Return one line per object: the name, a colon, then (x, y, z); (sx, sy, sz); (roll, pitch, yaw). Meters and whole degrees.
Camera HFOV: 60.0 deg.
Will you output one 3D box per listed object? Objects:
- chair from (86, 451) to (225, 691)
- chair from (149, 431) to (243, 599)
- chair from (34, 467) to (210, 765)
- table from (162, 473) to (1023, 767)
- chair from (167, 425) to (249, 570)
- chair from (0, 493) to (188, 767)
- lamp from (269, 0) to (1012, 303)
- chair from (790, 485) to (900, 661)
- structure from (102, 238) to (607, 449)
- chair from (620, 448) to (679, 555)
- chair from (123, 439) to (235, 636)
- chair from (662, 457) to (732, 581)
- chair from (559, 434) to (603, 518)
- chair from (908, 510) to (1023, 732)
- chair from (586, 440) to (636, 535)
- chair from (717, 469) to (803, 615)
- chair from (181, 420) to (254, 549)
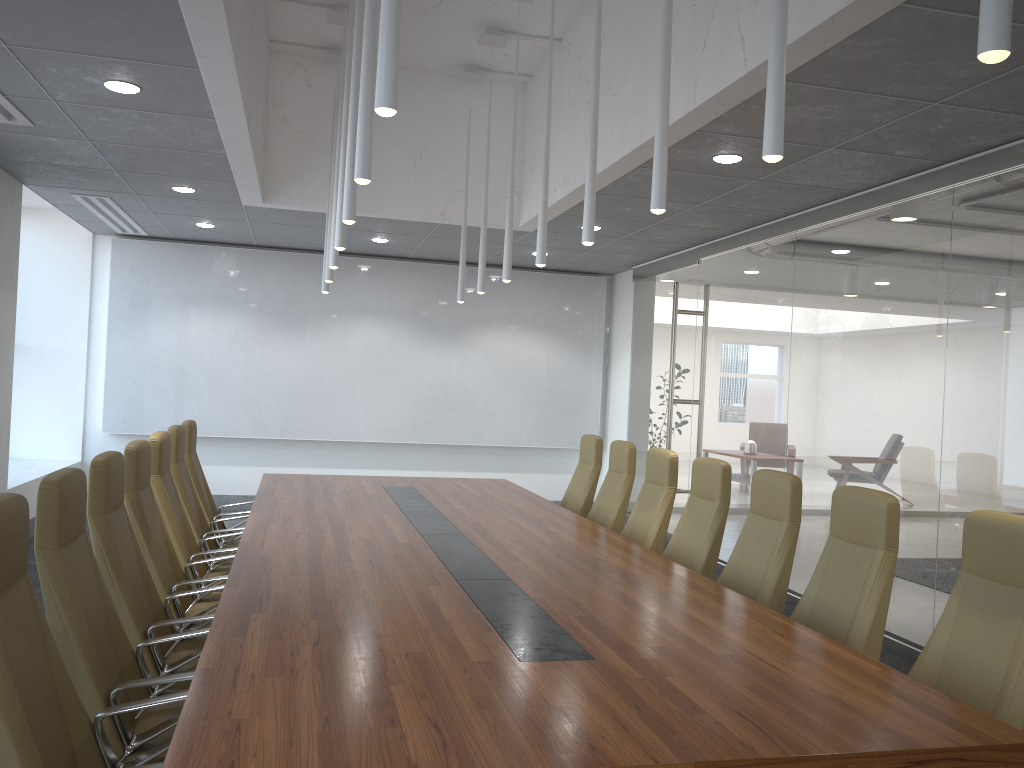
chair: (-1.500, 1.042, 4.251); (0.955, 1.406, 0.711); (3, 0, -14)
chair: (-1.881, 1.030, 5.823); (0.955, 1.406, 0.711); (3, 0, -14)
chair: (-1.309, 1.048, 3.465); (0.955, 1.406, 0.711); (3, 0, -14)
table: (-0.441, 1.353, 5.327); (2.300, 0.895, 6.500); (3, 0, -14)
chair: (-2.064, 1.024, 6.578); (0.955, 1.406, 0.711); (3, 0, -14)
chair: (-1.124, 1.054, 2.702); (0.955, 1.406, 0.711); (3, 0, -14)
lamp: (-0.278, -2.004, 5.341); (2.619, 2.378, 7.258); (3, 0, -14)
chair: (1.215, 1.173, 4.091); (0.955, 1.406, 0.711); (3, 0, -14)
structure: (-0.303, -0.403, 5.351); (6.600, 2.466, 13.989); (3, 0, -14)
chair: (0.651, 1.155, 6.415); (0.955, 1.406, 0.711); (3, 0, -14)
chair: (-1.689, 1.036, 5.032); (0.955, 1.406, 0.711); (3, 0, -14)
chair: (0.839, 1.161, 5.642); (0.955, 1.406, 0.711); (3, 0, -14)
chair: (0.272, 1.143, 7.978); (0.955, 1.406, 0.711); (3, 0, -14)
chair: (1.473, 1.182, 3.316); (0.955, 1.406, 0.711); (3, 0, -14)
chair: (0.460, 1.149, 7.201); (0.955, 1.406, 0.711); (3, 0, -14)
chair: (1.027, 1.167, 4.865); (0.955, 1.406, 0.711); (3, 0, -14)
chair: (-2.252, 1.018, 7.352); (0.955, 1.406, 0.711); (3, 0, -14)
